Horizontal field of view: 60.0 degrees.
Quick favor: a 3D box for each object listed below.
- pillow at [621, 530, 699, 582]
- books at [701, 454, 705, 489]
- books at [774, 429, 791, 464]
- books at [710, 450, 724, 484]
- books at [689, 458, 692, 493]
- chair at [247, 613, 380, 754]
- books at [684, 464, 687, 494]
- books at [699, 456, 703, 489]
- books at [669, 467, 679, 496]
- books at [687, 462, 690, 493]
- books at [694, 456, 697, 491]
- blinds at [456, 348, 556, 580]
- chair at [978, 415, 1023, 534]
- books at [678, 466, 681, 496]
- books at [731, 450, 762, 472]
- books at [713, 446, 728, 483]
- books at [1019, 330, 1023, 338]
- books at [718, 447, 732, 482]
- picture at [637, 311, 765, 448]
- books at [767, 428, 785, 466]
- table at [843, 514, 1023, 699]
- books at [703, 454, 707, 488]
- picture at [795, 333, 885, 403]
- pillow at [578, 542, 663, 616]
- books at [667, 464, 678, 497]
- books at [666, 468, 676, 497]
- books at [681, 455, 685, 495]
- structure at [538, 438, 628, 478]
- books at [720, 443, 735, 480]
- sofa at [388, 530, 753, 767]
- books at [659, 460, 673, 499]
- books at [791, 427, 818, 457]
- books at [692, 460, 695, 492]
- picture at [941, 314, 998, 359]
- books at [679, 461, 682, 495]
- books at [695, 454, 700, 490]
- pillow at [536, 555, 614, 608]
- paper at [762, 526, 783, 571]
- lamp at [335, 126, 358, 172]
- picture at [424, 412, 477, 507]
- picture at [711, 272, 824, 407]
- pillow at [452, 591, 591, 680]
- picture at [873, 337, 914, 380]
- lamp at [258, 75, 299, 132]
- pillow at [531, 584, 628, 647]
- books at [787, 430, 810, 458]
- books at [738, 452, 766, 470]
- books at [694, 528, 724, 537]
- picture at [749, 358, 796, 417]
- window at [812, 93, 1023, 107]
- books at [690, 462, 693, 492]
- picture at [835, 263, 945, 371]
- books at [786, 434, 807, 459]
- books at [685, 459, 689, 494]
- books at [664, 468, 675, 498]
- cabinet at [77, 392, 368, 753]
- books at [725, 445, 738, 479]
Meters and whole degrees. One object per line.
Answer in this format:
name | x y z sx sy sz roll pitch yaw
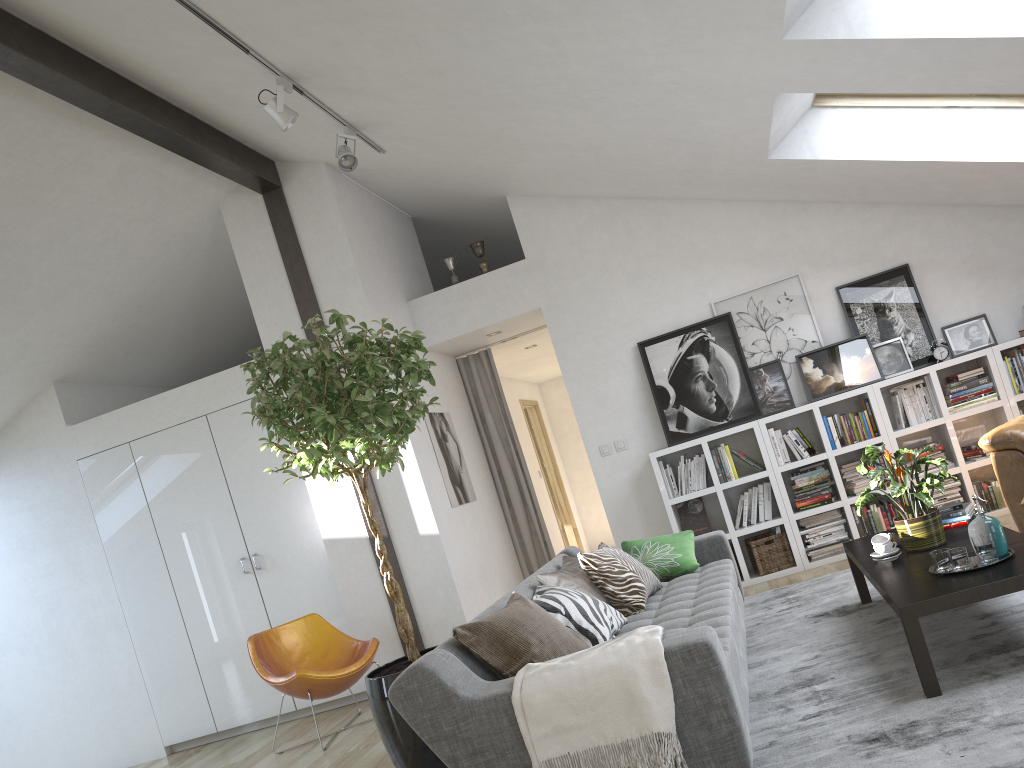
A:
pillow | 0.776 0.928 4.720 0.424 0.260 0.239 -19 -4 13
books | 1.317 0.599 6.112 0.072 0.228 0.149 -18 -3 12
books | 1.828 0.424 6.013 0.041 0.233 0.172 -18 -3 13
books | 1.410 0.564 6.090 0.027 0.235 0.172 -18 -3 13
books | 1.232 0.630 6.125 0.068 0.225 0.130 -18 -2 12
chair | -1.169 1.784 5.434 0.683 0.721 0.691 -21 -5 42
books | 1.201 0.653 6.132 0.062 0.201 0.131 -18 -3 12
books | 1.304 0.611 6.120 0.073 0.217 0.142 -18 -3 12
books | 1.131 0.675 6.161 0.011 0.205 0.131 -18 -2 13
books | 1.222 0.645 6.121 0.062 0.201 0.131 -18 -3 12
books | 1.269 0.618 6.131 0.072 0.228 0.149 -18 -3 12
blinds | -0.204 0.901 7.446 0.819 2.266 0.141 -18 -1 9
chair | 3.098 0.251 4.453 1.444 0.866 1.275 -13 -6 -38
books | 1.161 0.667 6.135 0.062 0.200 0.131 -18 -3 12
books | 1.598 0.522 6.050 0.168 0.195 0.166 -18 -3 12
books | 1.431 0.547 6.084 0.025 0.254 0.158 -18 -2 13
books | 3.437 -0.371 5.723 0.263 0.045 0.197 -18 -6 8
books | 1.459 0.546 6.086 0.027 0.241 0.170 -18 -3 13
picture | 1.306 -0.031 6.182 0.681 0.774 0.131 -18 -1 11
books | 1.783 0.425 6.010 0.038 0.255 0.191 -18 -3 13
table | 1.824 0.845 3.713 0.595 0.323 1.623 -19 -6 12
books | 1.326 0.595 6.096 0.072 0.228 0.149 -18 -3 12
picture | 2.192 -0.108 5.942 0.489 0.339 0.147 -18 -2 11
pillow | 0.502 0.889 4.179 0.269 0.339 0.585 -18 -5 16
books | 1.118 0.667 6.168 0.011 0.230 0.130 -18 -2 13
books | 1.109 0.681 6.164 0.012 0.207 0.131 -18 -2 13
books | 1.186 0.626 6.134 0.087 0.263 0.144 -18 -2 12
structure | 0.488 0.746 8.179 0.184 0.079 3.721 -16 -7 -10
books | 1.484 0.539 6.092 0.026 0.275 0.212 -18 -3 13
sofa | 0.473 1.084 3.784 0.984 0.680 2.577 -18 -6 12
books | 1.075 0.662 6.177 0.023 0.267 0.144 -18 -2 13
books | 1.961 0.388 5.963 0.119 0.218 0.151 -18 -3 12
books | 1.254 0.632 6.123 0.068 0.208 0.137 -18 -3 12
picture | 3.042 -0.318 5.904 0.287 0.224 0.080 -18 -2 11
books | 1.169 0.649 6.130 0.068 0.225 0.130 -18 -2 12
books | 1.286 0.607 6.127 0.083 0.236 0.147 -18 -2 12
pillow | 0.336 0.963 4.141 0.252 0.317 0.672 -18 -5 13
paper | 1.761 1.120 6.068 0.182 0.271 0.197 -17 -3 2
lamp | -0.934 -1.323 5.024 0.147 0.249 0.179 -17 -3 1
picture | -0.448 0.543 6.514 0.007 0.698 0.608 -18 -3 13
picture | 1.810 -0.253 6.125 0.633 0.883 0.094 -18 -1 11
pillow | 0.063 0.911 3.062 0.294 0.336 0.609 -19 -5 22
picture | 2.490 -0.158 5.896 0.269 0.244 0.087 -18 -2 11
lamp | -1.129 -1.346 4.304 0.156 0.253 0.158 -18 -2 4
pillow | 0.243 0.948 3.575 0.343 0.282 0.587 -18 -6 12
books | 1.926 0.402 5.972 0.095 0.213 0.141 -18 -3 12
books | 1.634 0.522 6.040 0.144 0.168 0.134 -18 -3 12
books | 1.323 1.042 6.095 0.245 0.020 0.182 -20 -7 21
picture | 1.736 0.042 6.094 0.317 0.356 0.076 -18 -1 11
window | 2.313 -1.591 4.440 1.826 0.726 1.541 -19 -6 12
books | 1.241 0.639 6.119 0.062 0.200 0.131 -18 -3 12
picture | 2.528 -0.405 5.954 0.489 0.701 0.158 -18 -1 11
books | 1.909 0.419 5.968 0.088 0.191 0.142 -18 -3 12
books | 1.214 0.636 6.142 0.072 0.228 0.149 -18 -3 12
books | 1.100 0.686 6.173 0.012 0.205 0.131 -18 -2 13
cabinet | -2.026 1.358 6.297 1.724 2.238 0.125 -18 -1 11
books | 1.504 0.532 6.079 0.025 0.236 0.172 -18 -3 13
